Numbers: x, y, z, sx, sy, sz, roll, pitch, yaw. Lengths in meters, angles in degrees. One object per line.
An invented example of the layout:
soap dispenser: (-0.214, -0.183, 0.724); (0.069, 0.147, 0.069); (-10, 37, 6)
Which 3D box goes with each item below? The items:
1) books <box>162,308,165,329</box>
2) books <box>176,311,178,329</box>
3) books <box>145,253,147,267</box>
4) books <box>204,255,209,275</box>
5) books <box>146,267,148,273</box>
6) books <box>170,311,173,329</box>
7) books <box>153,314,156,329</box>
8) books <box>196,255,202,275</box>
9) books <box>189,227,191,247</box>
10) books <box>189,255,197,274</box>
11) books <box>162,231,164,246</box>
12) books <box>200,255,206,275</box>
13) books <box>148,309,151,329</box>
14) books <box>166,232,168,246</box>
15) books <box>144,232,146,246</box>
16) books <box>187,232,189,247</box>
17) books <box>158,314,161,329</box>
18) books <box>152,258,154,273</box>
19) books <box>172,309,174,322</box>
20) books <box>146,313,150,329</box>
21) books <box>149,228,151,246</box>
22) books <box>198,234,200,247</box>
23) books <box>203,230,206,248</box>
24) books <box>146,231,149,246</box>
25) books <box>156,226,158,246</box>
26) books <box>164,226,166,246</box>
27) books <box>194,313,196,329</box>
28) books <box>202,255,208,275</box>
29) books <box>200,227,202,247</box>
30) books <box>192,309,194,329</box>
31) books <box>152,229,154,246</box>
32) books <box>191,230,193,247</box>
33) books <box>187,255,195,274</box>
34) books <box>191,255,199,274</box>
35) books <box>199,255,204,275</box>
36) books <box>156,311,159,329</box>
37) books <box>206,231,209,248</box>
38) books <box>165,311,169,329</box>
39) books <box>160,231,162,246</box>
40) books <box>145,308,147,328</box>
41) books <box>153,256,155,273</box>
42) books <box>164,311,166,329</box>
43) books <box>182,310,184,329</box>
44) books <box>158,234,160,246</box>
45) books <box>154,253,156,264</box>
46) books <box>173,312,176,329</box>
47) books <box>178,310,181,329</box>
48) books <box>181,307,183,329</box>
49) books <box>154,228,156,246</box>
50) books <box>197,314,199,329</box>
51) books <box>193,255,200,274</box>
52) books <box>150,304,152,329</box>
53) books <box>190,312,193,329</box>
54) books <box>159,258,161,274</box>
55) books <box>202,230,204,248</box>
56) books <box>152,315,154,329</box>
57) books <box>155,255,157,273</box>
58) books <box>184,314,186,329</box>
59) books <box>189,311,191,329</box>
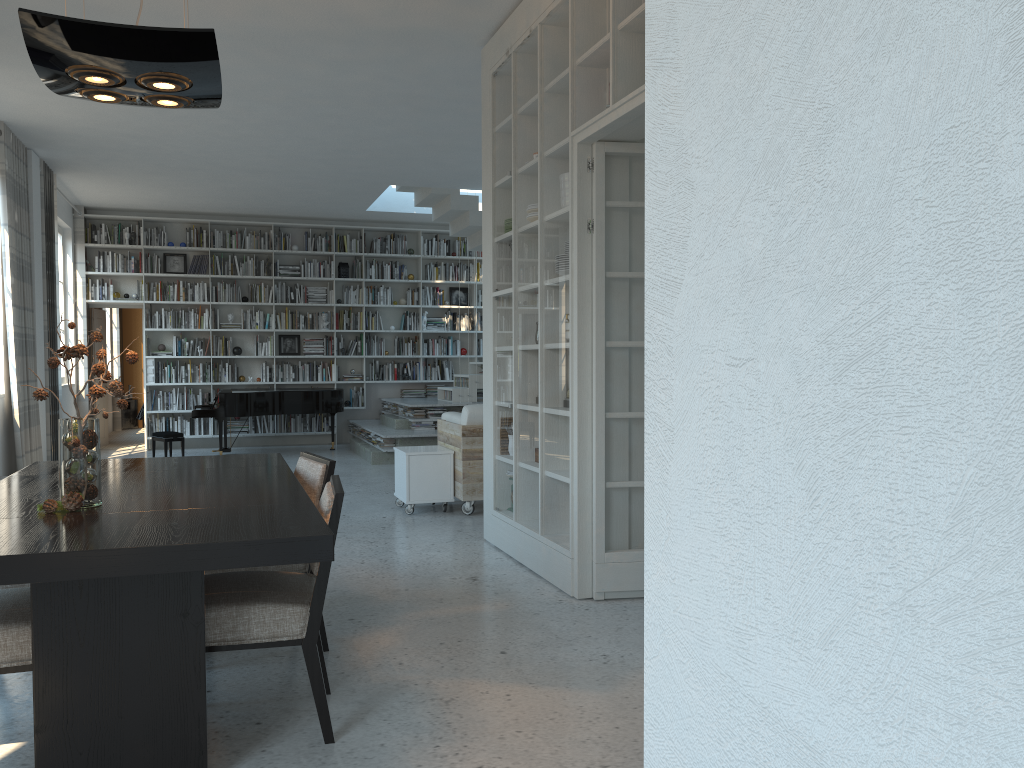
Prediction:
books: (-4.758, -0.889, 12.103); (0.023, 0.281, 0.174); (-1, 2, -18)
books: (-4.590, -0.872, 12.154); (0.023, 0.242, 0.184); (-1, 2, -18)
books: (-4.952, -1.624, 12.009); (0.006, 0.287, 0.148); (-1, 2, -18)
books: (-4.219, -1.633, 12.251); (0.078, 0.286, 0.174); (-1, 2, -18)
books: (-4.943, -1.583, 12.017); (0.015, 0.207, 0.172); (-1, 2, -18)
books: (-4.651, -0.873, 12.124); (0.021, 0.247, 0.188); (-1, 2, -18)
books: (-4.857, -0.852, 12.076); (0.042, 0.209, 0.143); (-1, 2, -18)
books: (-4.313, -1.628, 12.214); (0.097, 0.283, 0.174); (-1, 2, -18)
books: (-4.415, -1.994, 12.169); (0.024, 0.280, 0.187); (-1, 2, -18)
books: (-4.391, -1.625, 12.210); (0.110, 0.280, 0.174); (-1, 2, -18)
books: (-4.746, -1.957, 12.055); (0.021, 0.214, 0.173); (-1, 2, -18)
books: (-4.268, -1.633, 12.255); (0.078, 0.286, 0.174); (-1, 2, -18)
books: (-4.915, -0.879, 12.034); (0.027, 0.266, 0.176); (-1, 2, -18)
books: (-4.704, -1.956, 12.094); (0.013, 0.210, 0.136); (-1, 2, -18)
books: (-4.958, -1.950, 11.998); (0.017, 0.204, 0.142); (-1, 2, -18)
books: (-4.441, -1.963, 12.166); (0.028, 0.218, 0.153); (-1, 2, -18)
books: (-4.795, -0.849, 12.069); (0.028, 0.204, 0.188); (-1, 2, -18)
books: (-4.862, -1.591, 12.025); (0.018, 0.219, 0.186); (-1, 2, -18)
books: (-4.641, -0.885, 12.146); (0.011, 0.271, 0.157); (-1, 2, -18)
books: (-4.942, -0.851, 12.043); (0.026, 0.209, 0.155); (-1, 2, -18)
books: (-4.907, -1.973, 12.012); (0.012, 0.249, 0.180); (-1, 2, -18)
books: (-4.308, -1.951, 12.209); (0.027, 0.190, 0.177); (-1, 2, -18)
books: (-4.236, -1.984, 12.232); (0.031, 0.254, 0.178); (-1, 2, -18)
books: (-4.930, -1.954, 12.013); (0.032, 0.210, 0.158); (-1, 2, -18)
books: (-4.810, -1.989, 12.024); (0.015, 0.280, 0.190); (-1, 2, -18)
books: (-4.733, -1.998, 12.091); (0.015, 0.293, 0.130); (-1, 2, -18)
books: (-4.368, -0.864, 12.241); (0.021, 0.221, 0.148); (-1, 2, -18)
books: (-4.245, -1.633, 12.257); (0.078, 0.286, 0.174); (-1, 2, -18)
books: (-4.280, -2.004, 12.205); (0.025, 0.297, 0.163); (-1, 2, -18)
books: (-4.391, -0.890, 12.214); (0.015, 0.275, 0.157); (-1, 2, -18)
books: (-4.865, -1.971, 12.028); (0.016, 0.243, 0.156); (-1, 2, -18)
books: (-4.390, -1.979, 12.176); (0.028, 0.249, 0.155); (-1, 2, -18)
books: (-4.410, -1.625, 12.194); (0.110, 0.280, 0.174); (-1, 2, -18)
books: (-4.364, -1.625, 12.200); (0.110, 0.280, 0.174); (-1, 2, -18)
books: (-4.288, -1.632, 12.243); (0.078, 0.286, 0.174); (-1, 2, -18)
books: (-4.822, -0.865, 12.070); (0.022, 0.236, 0.177); (-1, 2, -18)
books: (-4.206, -1.983, 12.257); (0.039, 0.252, 0.146); (-1, 2, -18)
books: (-4.718, -0.871, 12.133); (0.049, 0.243, 0.139); (-1, 2, -18)
books: (-4.764, -1.960, 12.056); (0.013, 0.220, 0.181); (-1, 2, -18)
books: (-4.963, -0.889, 12.044); (0.012, 0.285, 0.159); (-1, 2, -18)
books: (-4.854, -1.604, 12.039); (0.019, 0.244, 0.153); (-1, 2, -18)
books: (-4.739, -0.871, 12.101); (0.011, 0.246, 0.176); (-1, 2, -18)
books: (-4.516, -0.880, 12.189); (0.021, 0.257, 0.156); (-1, 2, -18)
books: (-4.796, -1.941, 12.050); (0.026, 0.182, 0.161); (-1, 2, -18)
books: (-4.843, -1.623, 12.040); (0.005, 0.281, 0.190); (-1, 2, -18)
books: (-4.619, -0.868, 12.136); (0.024, 0.237, 0.166); (-1, 2, -18)
books: (-4.562, -0.879, 12.182); (0.048, 0.256, 0.141); (-1, 2, -18)
books: (-4.528, -0.901, 12.173); (0.013, 0.300, 0.151); (-1, 2, -18)
books: (-4.836, -1.980, 12.033); (0.016, 0.261, 0.154); (-1, 2, -18)
books: (-4.335, -0.855, 12.242); (0.013, 0.203, 0.161); (-1, 2, -18)
books: (-4.348, -1.626, 12.224); (0.110, 0.280, 0.174); (-1, 2, -18)
books: (-4.896, -0.913, 12.036); (0.012, 0.334, 0.184); (-1, 2, -18)
books: (-4.420, -0.874, 12.235); (0.028, 0.242, 0.131); (-1, 2, -18)
books: (-4.788, -1.589, 12.049); (0.012, 0.214, 0.185); (-1, 2, -18)
books: (-4.265, -1.987, 12.236); (0.022, 0.260, 0.152); (-1, 2, -18)
books: (-4.875, -0.838, 12.052); (0.037, 0.182, 0.189); (-1, 2, -18)
books: (-4.826, -1.611, 12.036); (0.023, 0.258, 0.183); (-1, 2, -18)
books: (-4.496, -0.854, 12.197); (0.021, 0.205, 0.130); (-1, 2, -18)
books: (-4.436, -0.878, 12.220); (0.011, 0.252, 0.139); (-1, 2, -18)
